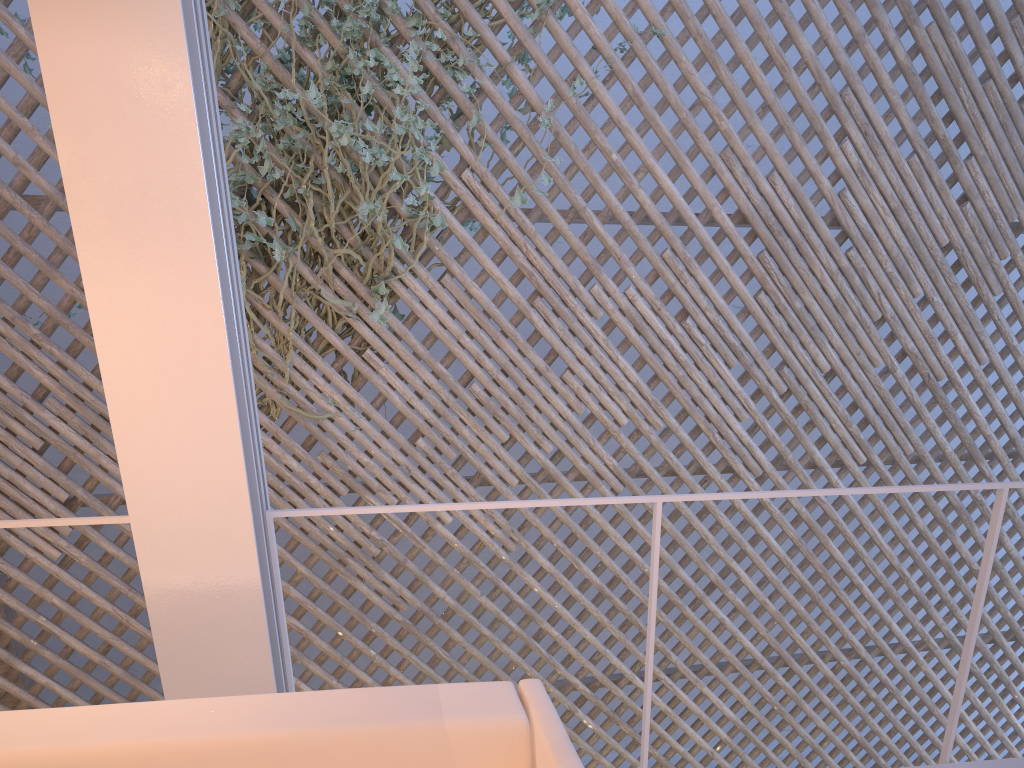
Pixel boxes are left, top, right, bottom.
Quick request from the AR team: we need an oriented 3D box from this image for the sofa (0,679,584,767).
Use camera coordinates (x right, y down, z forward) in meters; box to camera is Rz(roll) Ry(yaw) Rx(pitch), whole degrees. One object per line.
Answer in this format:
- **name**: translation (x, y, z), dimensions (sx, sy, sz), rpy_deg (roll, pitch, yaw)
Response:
- **sofa**: translation (-0.416, 0.536, 0.708), dimensions (0.985, 0.409, 0.455), rpy_deg (-2, 10, -8)

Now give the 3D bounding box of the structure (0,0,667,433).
- **structure**: translation (-0.244, -1.005, 2.252), dimensions (2.351, 2.993, 0.658), rpy_deg (-4, 20, -14)

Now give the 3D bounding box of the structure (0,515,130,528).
- **structure**: translation (-1.331, 0.491, 1.128), dimensions (1.703, 0.624, 0.024), rpy_deg (-1, 20, -7)

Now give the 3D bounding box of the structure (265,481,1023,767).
- **structure**: translation (0.503, 0.454, 1.365), dimensions (1.701, 0.624, 0.024), rpy_deg (-1, 20, -7)
